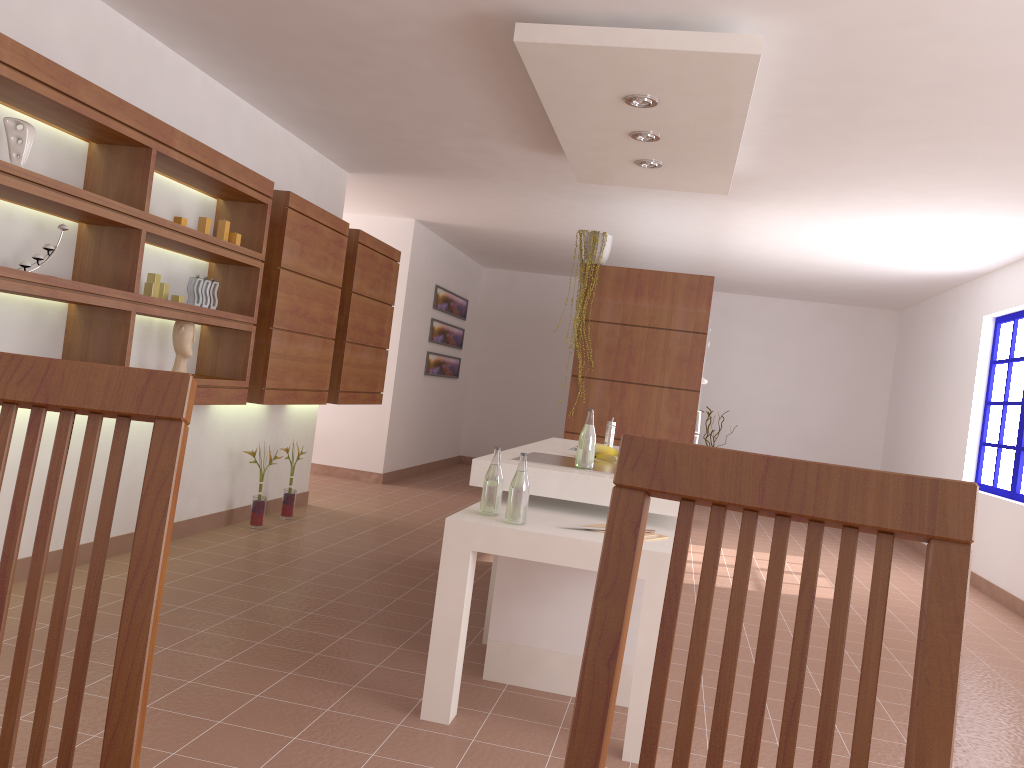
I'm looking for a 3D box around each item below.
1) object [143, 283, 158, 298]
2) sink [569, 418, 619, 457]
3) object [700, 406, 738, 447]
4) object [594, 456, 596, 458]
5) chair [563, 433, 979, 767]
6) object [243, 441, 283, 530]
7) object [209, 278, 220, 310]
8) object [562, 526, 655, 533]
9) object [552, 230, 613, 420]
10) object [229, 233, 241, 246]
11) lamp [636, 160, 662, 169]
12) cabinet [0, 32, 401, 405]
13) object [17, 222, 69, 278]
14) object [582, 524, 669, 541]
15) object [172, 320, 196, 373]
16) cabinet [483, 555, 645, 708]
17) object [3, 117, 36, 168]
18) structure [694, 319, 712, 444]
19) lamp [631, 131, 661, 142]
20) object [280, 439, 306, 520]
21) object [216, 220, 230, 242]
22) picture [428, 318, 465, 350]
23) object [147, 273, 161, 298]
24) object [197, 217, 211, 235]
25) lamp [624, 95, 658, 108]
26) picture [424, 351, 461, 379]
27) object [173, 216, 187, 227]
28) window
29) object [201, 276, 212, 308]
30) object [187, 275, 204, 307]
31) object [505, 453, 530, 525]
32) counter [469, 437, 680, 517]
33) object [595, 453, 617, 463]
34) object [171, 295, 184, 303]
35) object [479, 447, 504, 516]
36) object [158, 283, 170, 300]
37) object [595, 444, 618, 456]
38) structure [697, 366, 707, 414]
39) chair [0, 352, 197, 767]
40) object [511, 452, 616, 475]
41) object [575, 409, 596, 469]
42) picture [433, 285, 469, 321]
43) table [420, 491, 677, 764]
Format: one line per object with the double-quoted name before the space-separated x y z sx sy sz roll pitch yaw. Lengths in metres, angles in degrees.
"object" -1.641 -0.422 4.029 0.044 0.070 0.044 7 0 11
"sink" 0.529 0.357 4.688 0.404 0.368 0.668 7 0 11
"object" 2.294 0.824 10.336 0.655 1.112 0.284 7 0 30
"object" 0.331 0.321 4.059 0.060 0.033 0.207 7 0 -9
"chair" 0.117 0.586 0.634 0.444 1.063 0.574 7 0 21
"object" -1.555 0.625 5.487 0.087 0.546 0.296 7 0 27
"object" -1.534 -0.457 4.517 0.054 0.165 0.065 7 0 26
"object" 0.322 0.483 2.958 0.375 0.008 0.041 7 0 -22
"object" 0.491 -0.416 6.294 0.297 1.344 0.279 7 0 -30
"object" -1.424 -0.738 4.554 0.044 0.070 0.044 7 0 11
"lamp" 0.738 -1.200 4.763 0.143 0.059 0.143 7 0 39
"cabinet" -1.742 -0.534 4.658 0.754 1.200 4.718 7 0 11
"object" -1.771 -0.517 3.358 0.136 0.227 0.190 7 0 43
"object" 0.376 0.497 2.975 0.266 0.006 0.168 7 0 28
"object" -1.619 -0.185 4.347 0.100 0.284 0.100 7 0 41
"cabinet" 0.389 0.798 4.219 0.737 0.700 2.048 7 0 11
"object" -1.756 -0.842 3.148 0.103 0.197 0.071 7 0 -28
"structure" 1.731 0.323 8.352 0.089 1.862 0.604 7 0 11
"lamp" 0.646 -1.211 4.273 0.143 0.059 0.143 7 0 39
"object" -1.474 0.635 5.925 0.087 0.546 0.296 7 0 11
"object" -1.466 -0.768 4.498 0.044 0.120 0.044 7 0 11
"picture" -0.716 -0.548 9.920 0.015 0.248 1.408 7 0 11
"object" -1.659 -0.450 4.098 0.044 0.120 0.044 7 0 11
"object" -1.482 -0.759 4.270 0.044 0.099 0.044 7 0 11
"lamp" 0.553 -1.222 3.776 0.143 0.059 0.143 7 0 -6
"picture" -0.761 -0.201 9.921 0.015 0.248 1.408 7 0 11
"object" -1.499 -0.736 4.007 0.044 0.049 0.044 7 0 11
"window" 3.779 0.142 6.515 0.035 1.430 1.699 7 0 11
"object" -1.557 -0.460 4.469 0.054 0.165 0.065 7 0 26
"object" -1.580 -0.462 4.422 0.054 0.165 0.065 7 0 26
"object" 0.025 0.339 2.880 0.071 0.230 0.071 7 0 -8
"counter" 0.402 0.750 4.275 0.821 0.800 2.156 7 0 11
"object" 0.428 0.333 4.014 0.060 0.033 0.207 7 0 -34
"object" -1.595 -0.401 4.230 0.044 0.040 0.044 7 0 11
"object" -0.062 0.327 2.996 0.071 0.230 0.071 7 0 -8
"object" -1.664 -0.435 4.219 0.044 0.090 0.044 7 0 11
"object" 0.417 0.304 4.040 0.207 0.055 0.047 7 0 -12
"structure" 1.479 0.034 6.897 0.056 0.454 0.614 7 0 11
"chair" -0.562 0.499 0.765 0.444 1.063 0.574 7 0 -9
"object" 0.286 0.330 3.661 0.493 0.006 0.551 7 0 11
"object" 0.294 0.212 3.452 0.071 0.230 0.071 7 0 -8
"picture" -0.672 -0.895 9.920 0.015 0.248 1.408 7 0 11
"table" 0.201 0.803 3.239 0.737 0.647 1.003 7 0 11
